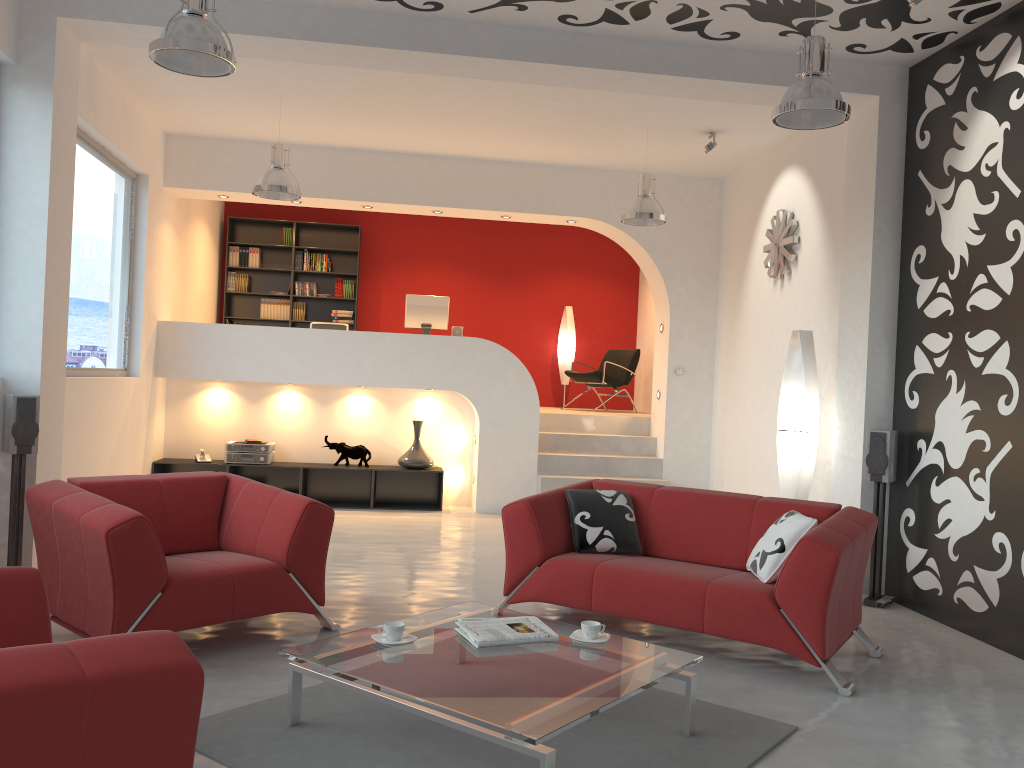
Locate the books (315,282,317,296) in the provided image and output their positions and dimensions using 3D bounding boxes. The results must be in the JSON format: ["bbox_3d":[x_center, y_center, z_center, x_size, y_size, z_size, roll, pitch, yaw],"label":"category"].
[{"bbox_3d":[-2.520,-1.204,11.408,0.031,0.190,0.135,3,0,-8],"label":"books"}]

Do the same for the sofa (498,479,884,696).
[{"bbox_3d":[0.914,0.973,4.755,1.929,0.738,0.951,3,0,32],"label":"sofa"}]

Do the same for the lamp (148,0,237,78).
[{"bbox_3d":[-1.450,-1.874,4.079,0.379,0.800,0.379,3,0,21],"label":"lamp"}]

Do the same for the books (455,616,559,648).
[{"bbox_3d":[-0.028,0.991,3.562,0.367,0.035,0.345,3,0,-18],"label":"books"}]

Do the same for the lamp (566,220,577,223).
[{"bbox_3d":[0.614,-1.676,9.163,0.105,0.011,0.105,3,0,-19],"label":"lamp"}]

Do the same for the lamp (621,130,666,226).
[{"bbox_3d":[1.124,-1.760,7.459,0.379,0.800,0.379,3,0,-37],"label":"lamp"}]

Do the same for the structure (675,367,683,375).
[{"bbox_3d":[1.707,-0.129,9.063,0.080,0.080,0.016,3,0,-8],"label":"structure"}]

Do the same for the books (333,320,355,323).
[{"bbox_3d":[-2.168,-0.797,11.427,0.260,0.040,0.200,3,0,-6],"label":"books"}]

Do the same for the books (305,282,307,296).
[{"bbox_3d":[-2.639,-1.210,11.392,0.031,0.190,0.135,3,0,-8],"label":"books"}]

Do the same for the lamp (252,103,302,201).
[{"bbox_3d":[-1.855,-1.897,7.052,0.379,0.800,0.379,3,0,-37],"label":"lamp"}]

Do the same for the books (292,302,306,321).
[{"bbox_3d":[-2.727,-0.922,11.373,0.146,0.240,0.170,3,0,-8],"label":"books"}]

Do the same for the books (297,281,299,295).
[{"bbox_3d":[-2.743,-1.215,11.377,0.031,0.190,0.135,3,0,-8],"label":"books"}]

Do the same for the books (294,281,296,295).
[{"bbox_3d":[-2.772,-1.216,11.373,0.031,0.190,0.135,3,0,-8],"label":"books"}]

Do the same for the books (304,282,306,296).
[{"bbox_3d":[-2.653,-1.210,11.390,0.031,0.190,0.135,3,0,-8],"label":"books"}]

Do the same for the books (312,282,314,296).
[{"bbox_3d":[-2.549,-1.206,11.404,0.031,0.190,0.135,3,0,-8],"label":"books"}]

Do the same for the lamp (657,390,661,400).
[{"bbox_3d":[1.537,0.113,9.303,0.011,0.105,0.105,3,0,-8],"label":"lamp"}]

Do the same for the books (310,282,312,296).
[{"bbox_3d":[-2.579,-1.207,11.400,0.031,0.190,0.135,3,0,-8],"label":"books"}]

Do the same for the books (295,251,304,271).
[{"bbox_3d":[-2.725,-1.564,11.369,0.090,0.256,0.181,3,0,-8],"label":"books"}]

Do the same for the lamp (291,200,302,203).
[{"bbox_3d":[-2.138,-1.803,8.787,0.105,0.011,0.105,3,0,-19],"label":"lamp"}]

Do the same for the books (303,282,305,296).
[{"bbox_3d":[-2.668,-1.211,11.388,0.031,0.190,0.135,3,0,-8],"label":"books"}]

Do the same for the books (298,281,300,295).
[{"bbox_3d":[-2.728,-1.214,11.379,0.031,0.190,0.135,3,0,-8],"label":"books"}]

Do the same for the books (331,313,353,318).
[{"bbox_3d":[-2.186,-0.877,11.419,0.260,0.040,0.200,3,0,-8],"label":"books"}]

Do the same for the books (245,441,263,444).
[{"bbox_3d":[-2.539,0.575,8.710,0.135,0.015,0.190,3,0,-28],"label":"books"}]

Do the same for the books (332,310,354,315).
[{"bbox_3d":[-2.173,-0.917,11.412,0.260,0.040,0.200,3,0,-8],"label":"books"}]

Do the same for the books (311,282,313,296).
[{"bbox_3d":[-2.564,-1.206,11.402,0.031,0.190,0.135,3,0,-8],"label":"books"}]

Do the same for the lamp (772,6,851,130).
[{"bbox_3d":[1.529,-1.737,4.486,0.379,0.800,0.379,3,0,-15],"label":"lamp"}]

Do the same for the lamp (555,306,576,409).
[{"bbox_3d":[0.718,-0.354,11.760,0.237,1.349,0.237,3,0,0],"label":"lamp"}]

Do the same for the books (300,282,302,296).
[{"bbox_3d":[-2.698,-1.212,11.384,0.031,0.190,0.135,3,0,-8],"label":"books"}]

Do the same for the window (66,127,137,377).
[{"bbox_3d":[-3.253,-0.955,6.673,0.100,1.800,2.400,3,0,-8],"label":"window"}]

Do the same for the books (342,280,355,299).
[{"bbox_3d":[-2.113,-1.210,11.455,0.146,0.240,0.170,3,0,-8],"label":"books"}]

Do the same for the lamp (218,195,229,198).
[{"bbox_3d":[-2.831,-1.835,8.692,0.105,0.011,0.105,3,0,-4],"label":"lamp"}]

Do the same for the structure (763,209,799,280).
[{"bbox_3d":[2.293,-1.197,7.612,0.090,0.596,0.596,3,0,-8],"label":"structure"}]

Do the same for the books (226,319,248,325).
[{"bbox_3d":[-3.449,-0.662,11.254,0.341,0.286,0.231,3,0,-8],"label":"books"}]

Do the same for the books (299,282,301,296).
[{"bbox_3d":[-2.713,-1.213,11.381,0.031,0.190,0.135,3,0,-8],"label":"books"}]

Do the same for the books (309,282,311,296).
[{"bbox_3d":[-2.594,-1.208,11.398,0.031,0.190,0.135,3,0,-8],"label":"books"}]

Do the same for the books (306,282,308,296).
[{"bbox_3d":[-2.624,-1.209,11.394,0.031,0.190,0.135,3,0,-8],"label":"books"}]

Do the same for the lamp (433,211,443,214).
[{"bbox_3d":[-0.752,-1.739,8.976,0.105,0.011,0.105,3,0,-19],"label":"lamp"}]

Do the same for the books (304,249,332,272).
[{"bbox_3d":[-2.487,-1.568,11.378,0.341,0.286,0.231,3,0,-8],"label":"books"}]

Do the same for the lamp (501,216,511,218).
[{"bbox_3d":[-0.060,-1.707,9.071,0.105,0.011,0.105,3,0,-19],"label":"lamp"}]

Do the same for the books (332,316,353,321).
[{"bbox_3d":[-2.184,-0.837,11.421,0.260,0.040,0.200,3,0,-8],"label":"books"}]

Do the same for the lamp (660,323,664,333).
[{"bbox_3d":[1.569,-0.586,9.301,0.011,0.105,0.105,3,0,-8],"label":"lamp"}]

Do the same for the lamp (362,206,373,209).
[{"bbox_3d":[-1.445,-1.771,8.881,0.105,0.011,0.105,3,0,-19],"label":"lamp"}]

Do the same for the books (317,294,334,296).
[{"bbox_3d":[-2.400,-1.141,11.425,0.190,0.015,0.135,3,0,-3],"label":"books"}]

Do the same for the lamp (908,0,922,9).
[{"bbox_3d":[2.094,-2.018,4.550,0.112,0.176,0.118,3,0,35],"label":"lamp"}]

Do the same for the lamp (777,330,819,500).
[{"bbox_3d":[2.064,0.503,6.429,0.313,1.779,0.313,3,0,0],"label":"lamp"}]

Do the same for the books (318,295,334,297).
[{"bbox_3d":[-2.391,-1.126,11.426,0.190,0.015,0.135,3,0,-8],"label":"books"}]

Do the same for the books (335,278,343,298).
[{"bbox_3d":[-2.232,-1.224,11.439,0.090,0.256,0.181,3,0,-8],"label":"books"}]

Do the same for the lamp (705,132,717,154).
[{"bbox_3d":[1.689,-2.042,7.522,0.112,0.176,0.118,3,0,35],"label":"lamp"}]

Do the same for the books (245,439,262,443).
[{"bbox_3d":[-2.543,0.560,8.719,0.135,0.015,0.190,3,0,-23],"label":"books"}]
